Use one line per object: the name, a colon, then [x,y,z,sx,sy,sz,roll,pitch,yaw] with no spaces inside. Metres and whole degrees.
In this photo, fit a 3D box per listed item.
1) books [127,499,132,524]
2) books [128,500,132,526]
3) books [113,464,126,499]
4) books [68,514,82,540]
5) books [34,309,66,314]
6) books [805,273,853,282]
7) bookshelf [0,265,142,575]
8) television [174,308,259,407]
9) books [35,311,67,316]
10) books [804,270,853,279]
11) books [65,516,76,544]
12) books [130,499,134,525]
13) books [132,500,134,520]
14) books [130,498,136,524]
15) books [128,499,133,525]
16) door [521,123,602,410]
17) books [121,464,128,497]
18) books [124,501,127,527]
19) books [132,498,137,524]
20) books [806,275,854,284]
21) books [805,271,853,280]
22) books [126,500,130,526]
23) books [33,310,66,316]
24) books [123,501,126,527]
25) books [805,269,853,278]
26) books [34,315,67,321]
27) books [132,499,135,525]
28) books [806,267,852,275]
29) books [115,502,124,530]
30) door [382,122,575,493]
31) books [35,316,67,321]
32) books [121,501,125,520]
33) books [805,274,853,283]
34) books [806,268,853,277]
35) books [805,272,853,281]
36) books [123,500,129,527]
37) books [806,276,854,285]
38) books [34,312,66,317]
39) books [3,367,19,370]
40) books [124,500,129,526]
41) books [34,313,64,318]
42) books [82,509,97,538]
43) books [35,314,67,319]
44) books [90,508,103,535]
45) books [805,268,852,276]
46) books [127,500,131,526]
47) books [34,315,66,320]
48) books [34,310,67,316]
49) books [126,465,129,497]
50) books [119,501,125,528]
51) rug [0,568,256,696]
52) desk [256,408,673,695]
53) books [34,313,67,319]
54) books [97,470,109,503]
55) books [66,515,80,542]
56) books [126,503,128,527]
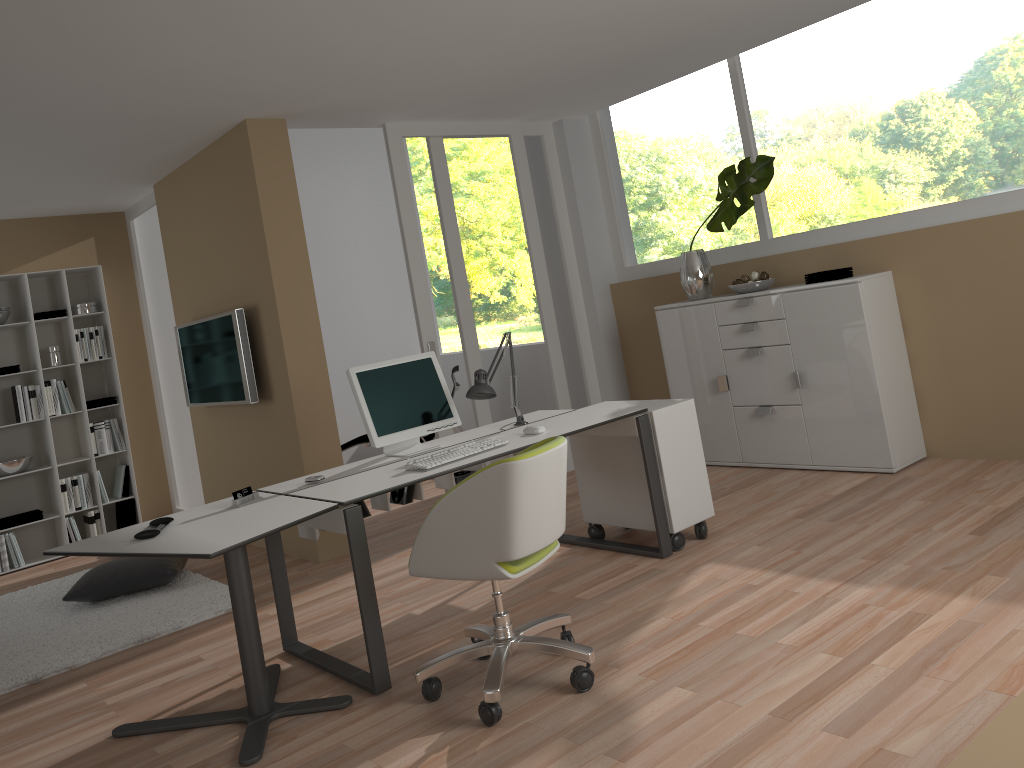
books: [-3.040,1.047,6.961,0.032,0.271,0.212,-9,0,-38]
books: [-3.041,1.051,6.954,0.032,0.270,0.209,-9,0,-38]
books: [-3.117,0.772,6.985,0.086,0.246,0.205,-9,0,-38]
books: [-3.340,1.122,6.725,0.058,0.258,0.205,-9,0,-38]
books: [-3.620,-0.549,6.832,0.213,0.006,0.294,-15,7,-43]
books: [1.873,-0.629,5.203,0.159,0.007,0.220,-14,7,-40]
bookshelf: [-3.576,0.222,6.747,1.049,2.148,0.329,-10,-2,-38]
television: [-1.960,-0.149,5.773,0.055,0.579,1.164,-9,2,-38]
books: [-3.618,-0.533,6.837,0.213,0.008,0.294,-15,7,-43]
books: [1.870,-0.646,5.202,0.159,0.006,0.220,-14,6,-37]
books: [-3.366,1.130,6.689,0.060,0.260,0.205,-9,0,-38]
books: [-3.028,1.045,6.964,0.032,0.273,0.214,-9,0,-38]
books: [-3.025,1.046,6.969,0.032,0.270,0.209,-9,0,-38]
books: [-3.017,1.042,6.976,0.032,0.275,0.217,-9,0,-38]
books: [-3.036,1.047,6.964,0.032,0.271,0.212,-9,0,-38]
door: [0.073,-0.638,6.499,1.199,2.655,0.045,-9,-2,-38]
books: [-3.088,0.768,7.005,0.043,0.243,0.217,-9,0,-38]
books: [-3.067,1.055,6.933,0.032,0.273,0.214,-9,0,-38]
books: [-3.012,1.043,6.979,0.032,0.270,0.209,-9,0,-38]
books: [1.876,-0.618,5.201,0.159,0.006,0.220,-14,6,-38]
books: [1.872,-0.640,5.201,0.159,0.006,0.220,-14,6,-38]
books: [-3.050,1.053,6.948,0.032,0.270,0.209,-9,0,-38]
books: [-3.621,-0.543,6.832,0.213,0.007,0.294,-15,7,-43]
books: [-3.074,1.056,6.933,0.032,0.271,0.212,-9,0,-38]
books: [1.872,-0.652,5.204,0.159,0.008,0.220,-14,6,-38]
books: [-3.614,-0.500,6.834,0.213,0.006,0.294,-15,7,-43]
books: [-3.021,1.046,6.972,0.032,0.270,0.209,-9,0,-38]
books: [1.869,-0.667,5.200,0.159,0.006,0.220,-14,6,-38]
books: [-3.084,1.061,6.921,0.032,0.270,0.209,-9,0,-38]
door: [-0.173,-0.570,6.227,1.199,2.655,0.059,-9,-2,-38]
books: [-3.615,-0.494,6.833,0.213,0.007,0.294,-15,7,-43]
books: [-3.078,1.057,6.930,0.032,0.271,0.212,-9,0,-38]
books: [1.875,-0.624,5.201,0.159,0.006,0.220,-14,6,-38]
books: [1.871,-0.657,5.204,0.159,0.008,0.220,-14,6,-38]
books: [1.873,-0.635,5.201,0.159,0.006,0.220,-14,6,-38]
books: [-3.059,1.055,6.941,0.032,0.270,0.209,-9,0,-38]
books: [1.875,-0.613,5.201,0.159,0.007,0.220,-14,6,-38]
books: [-3.621,-0.527,6.834,0.213,0.006,0.294,-15,7,-42]
books: [-3.852,-0.095,6.556,0.301,0.008,0.208,-14,6,-38]
books: [-3.055,1.051,6.945,0.032,0.275,0.217,-9,0,-38]
books: [-3.617,-0.522,6.833,0.213,0.006,0.294,-15,7,-43]
books: [-3.246,1.102,6.779,0.040,0.259,0.205,-9,0,-38]
books: [-3.618,-0.511,6.836,0.294,0.007,0.213,-5,7,45]
books: [-3.217,1.094,6.808,0.040,0.259,0.205,-9,0,-38]
books: [1.869,-0.662,5.200,0.159,0.007,0.220,-14,6,-38]
books: [-3.046,1.052,6.952,0.032,0.270,0.209,-9,0,-38]
books: [-3.615,-0.505,6.834,0.213,0.006,0.294,-15,7,-43]
books: [-3.618,-0.539,6.837,0.213,0.008,0.294,-15,7,-43]
books: [-3.082,0.769,7.010,0.043,0.239,0.209,-9,0,-38]
books: [-3.079,1.060,6.923,0.032,0.270,0.209,-9,0,-38]
rug: [-2.467,1.279,4.850,1.466,0.045,2.007,-14,6,-38]
desk: [-0.169,0.621,3.924,1.619,0.688,0.797,-13,4,-38]
books: [-3.616,-0.516,6.833,0.213,0.006,0.294,-15,7,-43]
books: [-3.216,0.796,6.864,0.060,0.260,0.205,-9,0,-38]
books: [-3.343,1.127,6.702,0.058,0.258,0.205,-9,0,-38]
books: [-3.063,1.056,6.938,0.032,0.270,0.209,-9,0,-38]
